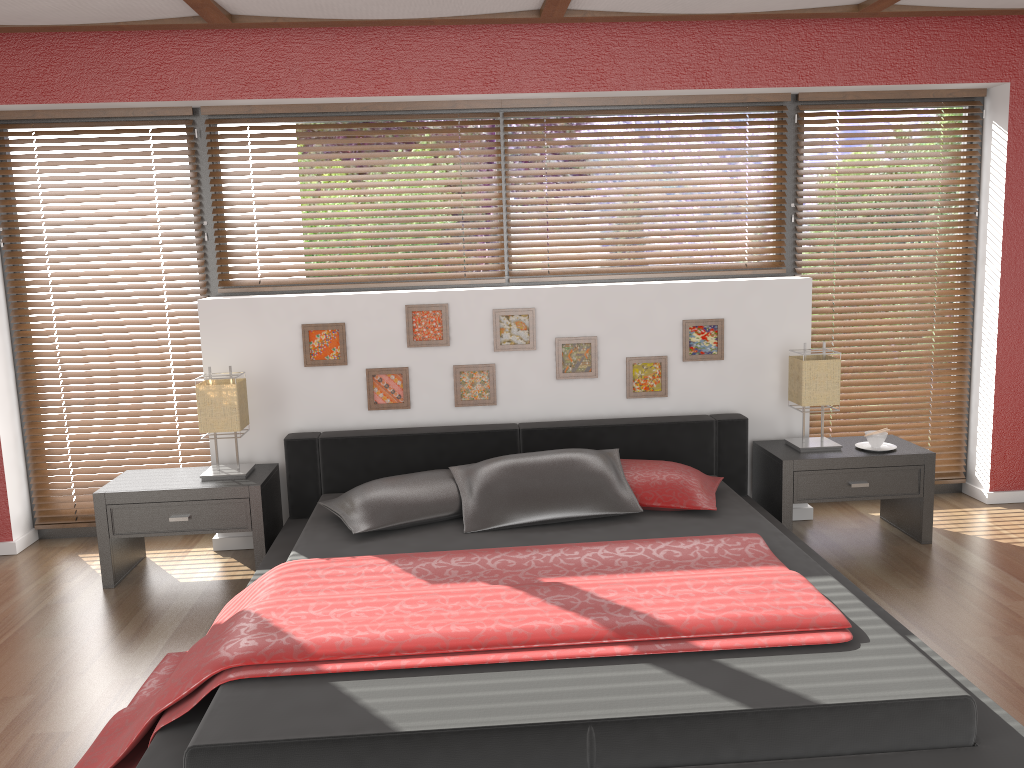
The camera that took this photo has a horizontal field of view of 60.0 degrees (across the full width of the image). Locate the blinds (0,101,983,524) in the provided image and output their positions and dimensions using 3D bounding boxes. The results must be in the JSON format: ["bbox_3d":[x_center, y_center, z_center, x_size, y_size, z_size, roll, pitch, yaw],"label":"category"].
[{"bbox_3d":[-0.019,-0.361,4.468,4.840,1.952,0.032,-2,9,-3],"label":"blinds"}]

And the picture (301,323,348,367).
[{"bbox_3d":[-0.877,-0.183,4.149,0.200,0.200,0.010,-2,9,-3],"label":"picture"}]

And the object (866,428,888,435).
[{"bbox_3d":[1.678,0.220,4.081,0.192,0.007,0.007,-9,11,-38],"label":"object"}]

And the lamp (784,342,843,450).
[{"bbox_3d":[1.404,0.046,4.127,0.200,0.480,0.200,-2,9,-3],"label":"lamp"}]

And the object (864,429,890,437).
[{"bbox_3d":[1.671,0.223,4.059,0.192,0.007,0.007,-8,11,-34],"label":"object"}]

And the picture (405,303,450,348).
[{"bbox_3d":[-0.397,-0.274,4.167,0.200,0.200,0.010,-2,9,-3],"label":"picture"}]

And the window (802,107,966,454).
[{"bbox_3d":[1.923,-0.488,4.646,0.889,1.893,0.020,-2,9,-3],"label":"window"}]

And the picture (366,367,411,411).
[{"bbox_3d":[-0.586,0.023,4.200,0.200,0.200,0.010,-2,9,-3],"label":"picture"}]

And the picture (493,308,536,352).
[{"bbox_3d":[0.012,-0.256,4.197,0.200,0.200,0.010,-2,9,-3],"label":"picture"}]

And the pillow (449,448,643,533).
[{"bbox_3d":[0.128,0.412,3.631,0.744,0.241,0.386,-3,9,-8],"label":"pillow"}]

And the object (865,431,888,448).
[{"bbox_3d":[1.675,0.258,4.081,0.099,0.069,0.099,2,9,21],"label":"object"}]

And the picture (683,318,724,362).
[{"bbox_3d":[0.920,-0.211,4.264,0.200,0.200,0.010,-2,9,-3],"label":"picture"}]

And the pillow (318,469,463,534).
[{"bbox_3d":[-0.387,0.471,3.693,0.745,0.172,0.418,-7,10,-28],"label":"pillow"}]

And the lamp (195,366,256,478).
[{"bbox_3d":[-1.287,0.159,3.966,0.200,0.480,0.200,-2,9,-3],"label":"lamp"}]

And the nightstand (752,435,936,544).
[{"bbox_3d":[1.540,0.503,4.165,0.700,0.423,0.413,-2,9,-3],"label":"nightstand"}]

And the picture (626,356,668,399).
[{"bbox_3d":[0.650,-0.033,4.273,0.200,0.200,0.010,-2,9,-3],"label":"picture"}]

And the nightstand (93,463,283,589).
[{"bbox_3d":[-1.428,0.627,3.988,0.700,0.423,0.413,-2,9,-3],"label":"nightstand"}]

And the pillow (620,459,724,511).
[{"bbox_3d":[0.519,0.425,3.801,0.745,0.172,0.418,1,9,15],"label":"pillow"}]

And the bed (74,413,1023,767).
[{"bbox_3d":[-0.024,0.646,3.070,2.469,0.577,2.413,-2,9,-3],"label":"bed"}]

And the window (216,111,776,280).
[{"bbox_3d":[-0.038,-0.943,4.447,2.817,0.786,0.020,-2,9,-3],"label":"window"}]

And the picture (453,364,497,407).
[{"bbox_3d":[-0.176,0.007,4.224,0.200,0.200,0.010,-2,9,-3],"label":"picture"}]

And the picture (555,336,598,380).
[{"bbox_3d":[0.309,-0.125,4.236,0.200,0.200,0.010,-2,9,-3],"label":"picture"}]

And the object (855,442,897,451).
[{"bbox_3d":[1.676,0.291,4.086,0.179,0.012,0.179,2,9,21],"label":"object"}]

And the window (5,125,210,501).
[{"bbox_3d":[-1.968,-0.325,4.414,0.889,1.893,0.020,-2,9,-3],"label":"window"}]
